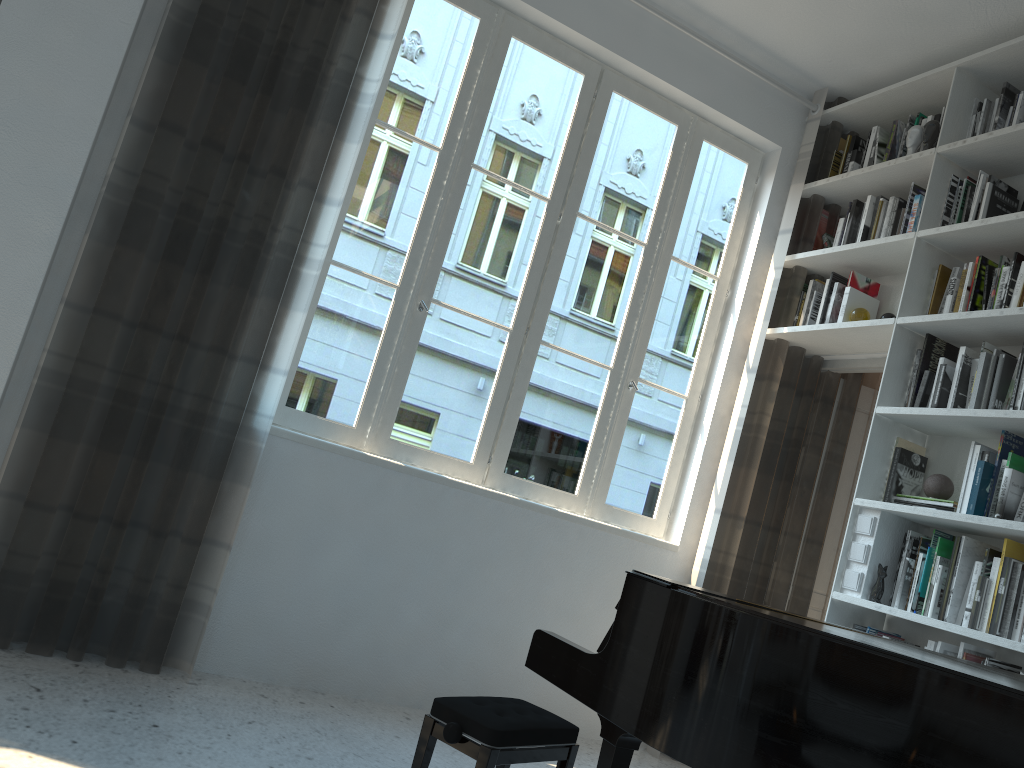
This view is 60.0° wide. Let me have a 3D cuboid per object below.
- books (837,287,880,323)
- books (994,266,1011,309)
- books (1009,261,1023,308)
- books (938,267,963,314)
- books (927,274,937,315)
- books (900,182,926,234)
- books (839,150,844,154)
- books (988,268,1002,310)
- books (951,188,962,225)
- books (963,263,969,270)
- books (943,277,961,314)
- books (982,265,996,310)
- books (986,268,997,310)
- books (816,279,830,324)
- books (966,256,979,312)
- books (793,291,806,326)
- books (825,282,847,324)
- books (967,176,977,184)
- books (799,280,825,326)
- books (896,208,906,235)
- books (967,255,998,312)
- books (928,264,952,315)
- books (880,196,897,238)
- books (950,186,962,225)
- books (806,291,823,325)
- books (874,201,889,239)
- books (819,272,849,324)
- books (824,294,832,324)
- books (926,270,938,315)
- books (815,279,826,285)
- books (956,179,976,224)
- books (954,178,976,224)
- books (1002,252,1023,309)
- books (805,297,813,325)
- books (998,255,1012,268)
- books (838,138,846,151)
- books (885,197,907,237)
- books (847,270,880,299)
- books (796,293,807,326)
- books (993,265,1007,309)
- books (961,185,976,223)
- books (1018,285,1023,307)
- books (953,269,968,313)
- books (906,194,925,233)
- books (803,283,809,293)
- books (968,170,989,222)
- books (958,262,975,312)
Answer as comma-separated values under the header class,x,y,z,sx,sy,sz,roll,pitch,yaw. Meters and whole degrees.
class,x,y,z,sx,sy,sz,roll,pitch,yaw
books,1.545,-0.303,3.966,0.187,0.211,0.029,19,-8,-24
books,1.872,-0.305,3.299,0.173,0.217,0.031,19,-8,-24
books,1.905,-0.312,3.257,0.162,0.238,0.047,19,-8,-24
books,1.781,-0.319,3.538,0.153,0.258,0.062,19,-8,-24
books,1.748,-0.309,3.582,0.151,0.232,0.022,19,-8,-24
books,1.758,-0.694,3.824,0.189,0.303,0.012,19,-8,-24
books,1.638,-1.007,4.359,0.151,0.241,0.011,19,-8,-24
books,1.857,-0.305,3.330,0.164,0.217,0.014,19,-8,-24
books,1.844,-0.656,3.581,0.186,0.214,0.004,19,-8,-24
books,1.802,-0.324,3.479,0.151,0.262,0.010,19,-8,-24
books,1.771,-0.296,3.485,0.175,0.195,0.026,19,-8,-24
books,1.848,-0.316,3.387,0.134,0.249,0.047,19,-8,-24
books,1.862,-0.306,3.361,0.149,0.230,0.012,19,-8,-24
books,1.498,-0.330,4.132,0.157,0.281,0.022,19,-8,-24
books,1.828,-0.333,3.426,0.164,0.280,0.020,19,-8,-24
books,1.426,-0.307,4.247,0.179,0.227,0.013,19,-8,-24
books,1.514,-0.317,4.025,0.189,0.236,0.021,19,-8,-24
books,1.871,-0.684,3.609,0.144,0.288,0.006,19,-8,-24
books,1.453,-0.333,4.210,0.171,0.281,0.023,19,-8,-24
books,1.739,-0.646,3.869,0.139,0.212,0.028,19,-8,-24
books,1.825,-0.335,3.407,0.164,0.277,0.011,19,-8,-24
books,1.752,-0.326,3.565,0.180,0.263,0.012,19,-8,-24
books,1.706,-0.674,3.916,0.167,0.260,0.025,19,-8,-24
books,1.852,-0.660,3.592,0.184,0.228,0.009,19,-8,-24
books,1.463,-0.304,4.166,0.181,0.220,0.010,19,-8,-24
books,1.691,-0.665,3.947,0.174,0.243,0.021,19,-8,-24
books,1.504,-0.344,4.077,0.187,0.296,0.013,19,-8,-24
books,1.510,-0.291,4.060,0.181,0.192,0.024,19,-8,-24
books,1.751,-0.316,3.602,0.161,0.253,0.012,19,-8,-24
books,1.468,-0.336,4.237,0.135,0.302,0.013,19,-8,-24
books,1.859,-0.671,3.563,0.189,0.246,0.004,19,-8,-24
books,1.865,-0.674,3.584,0.184,0.259,0.009,19,-8,-24
books,1.893,-0.329,3.285,0.180,0.272,0.014,19,-8,-24
books,1.459,-0.290,4.185,0.160,0.197,0.029,19,-8,-24
books,1.870,-0.329,3.351,0.151,0.277,0.012,19,-8,-24
books,1.631,-1.042,4.368,0.180,0.307,0.012,19,-8,-24
books,1.716,-0.670,3.890,0.166,0.250,0.030,19,-8,-24
books,1.560,-0.340,3.996,0.179,0.298,0.013,19,-8,-24
books,1.431,-0.304,4.235,0.163,0.222,0.013,19,-8,-24
books,1.870,-0.308,3.322,0.170,0.228,0.011,19,-8,-24
books,1.870,-0.657,3.543,0.186,0.218,0.018,19,-8,-24
books,1.917,-0.332,3.208,0.187,0.271,0.023,19,-8,-24
books,1.802,-0.309,3.457,0.172,0.229,0.030,19,-8,-24
books,1.765,-0.661,3.770,0.191,0.229,0.029,19,-8,-24
books,1.417,-0.332,4.256,0.189,0.272,0.011,19,-8,-24
books,1.896,-0.684,3.529,0.191,0.280,0.005,19,-8,-24
books,1.814,-0.321,3.437,0.187,0.252,0.014,19,-8,-24
